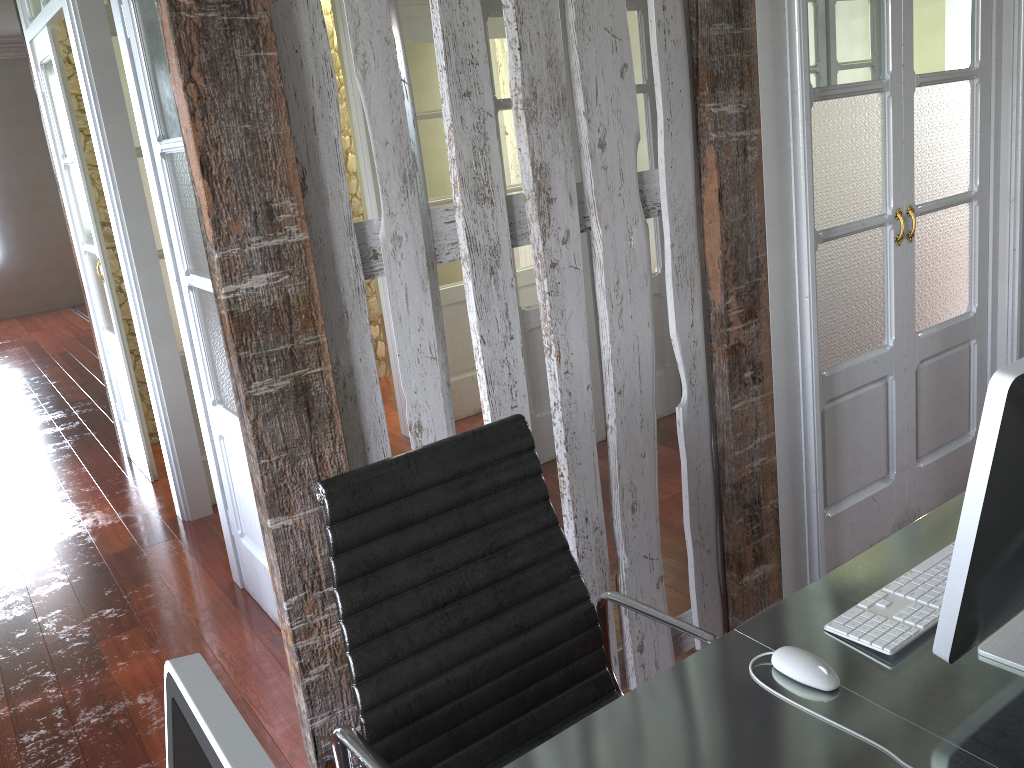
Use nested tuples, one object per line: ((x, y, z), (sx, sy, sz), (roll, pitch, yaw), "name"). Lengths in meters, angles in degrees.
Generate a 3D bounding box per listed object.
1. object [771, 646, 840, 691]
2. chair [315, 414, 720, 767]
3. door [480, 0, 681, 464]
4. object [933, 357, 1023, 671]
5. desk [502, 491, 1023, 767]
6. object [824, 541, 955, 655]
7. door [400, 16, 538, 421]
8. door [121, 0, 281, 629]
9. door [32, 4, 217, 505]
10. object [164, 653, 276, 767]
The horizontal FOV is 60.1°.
((0.427, 0.410, 1.287), (0.059, 0.028, 0.107), (-18, 20, -32), "object")
((0.052, 0.650, 1.446), (0.671, 1.009, 0.702), (-18, 19, -37), "chair")
((0.339, -0.732, 4.058), (1.084, 2.059, 0.041), (-16, 17, -32), "door")
((0.777, 0.155, 1.206), (0.487, 0.479, 0.191), (-17, 17, -32), "object")
((0.766, 0.855, 0.978), (2.525, 0.718, 1.309), (-17, 19, -32), "desk")
((0.698, 0.332, 1.457), (0.442, 0.017, 0.119), (-18, 20, -32), "object")
((-0.156, -0.883, 4.745), (1.084, 2.059, 0.041), (-16, 17, -32), "door")
((-0.801, -0.197, 2.582), (0.041, 2.151, 1.064), (-16, 17, -32), "door")
((-1.816, -0.540, 4.106), (1.188, 2.154, 0.488), (2, 17, 30), "door")
((-0.091, 0.471, 0.514), (0.191, 0.479, 0.487), (-16, 18, -32), "object")
